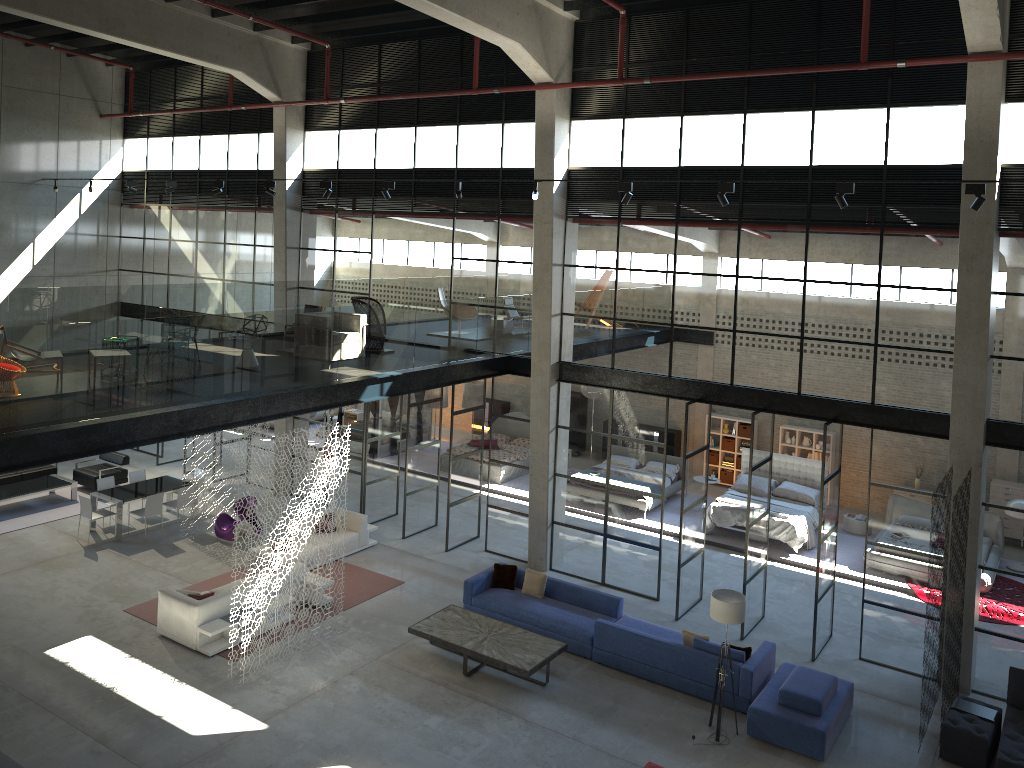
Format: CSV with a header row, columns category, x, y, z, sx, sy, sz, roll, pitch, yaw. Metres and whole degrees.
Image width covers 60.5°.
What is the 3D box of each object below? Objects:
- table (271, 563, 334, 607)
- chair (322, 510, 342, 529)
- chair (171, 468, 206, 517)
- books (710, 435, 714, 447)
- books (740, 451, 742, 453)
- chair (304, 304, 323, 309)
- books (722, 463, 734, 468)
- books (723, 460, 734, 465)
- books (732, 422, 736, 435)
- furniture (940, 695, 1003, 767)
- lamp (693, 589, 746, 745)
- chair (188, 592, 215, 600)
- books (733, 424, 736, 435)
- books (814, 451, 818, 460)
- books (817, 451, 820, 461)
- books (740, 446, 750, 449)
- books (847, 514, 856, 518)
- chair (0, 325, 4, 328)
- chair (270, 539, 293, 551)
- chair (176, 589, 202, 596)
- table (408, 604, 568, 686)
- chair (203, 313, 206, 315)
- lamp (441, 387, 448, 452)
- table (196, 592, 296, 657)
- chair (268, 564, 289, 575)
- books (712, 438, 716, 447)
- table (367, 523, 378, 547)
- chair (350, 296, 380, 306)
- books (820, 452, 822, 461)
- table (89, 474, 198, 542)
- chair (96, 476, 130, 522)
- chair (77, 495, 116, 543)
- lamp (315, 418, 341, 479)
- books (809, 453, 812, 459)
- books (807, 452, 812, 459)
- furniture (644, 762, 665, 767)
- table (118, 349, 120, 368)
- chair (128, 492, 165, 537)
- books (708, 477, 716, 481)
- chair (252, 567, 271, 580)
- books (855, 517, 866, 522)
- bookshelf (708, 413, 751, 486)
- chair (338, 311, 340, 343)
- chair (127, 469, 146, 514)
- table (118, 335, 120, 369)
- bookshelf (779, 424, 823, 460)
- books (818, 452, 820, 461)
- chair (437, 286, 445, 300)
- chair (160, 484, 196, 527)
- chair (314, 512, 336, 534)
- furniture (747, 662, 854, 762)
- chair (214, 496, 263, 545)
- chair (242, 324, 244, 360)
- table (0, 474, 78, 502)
category,x,y,z,sx,sy,sz,roll,pitch,yaw
table,-3.476,3.324,14.476,1.209,0.367,0.301,8,7,33
chair,-3.421,2.597,16.697,0.380,0.336,0.256,0,5,-23
chair,-6.756,2.267,18.369,0.422,0.866,0.547,4,4,33
books,5.100,1.455,22.344,0.048,0.285,0.185,4,4,33
books,5.839,1.673,21.879,0.258,0.071,0.215,8,11,33
chair,-3.785,-1.023,16.051,0.522,0.820,0.559,5,5,33
books,5.484,2.035,22.126,0.311,0.055,0.231,9,11,33
books,5.486,1.979,22.125,0.284,0.055,0.231,9,11,33
books,5.615,1.105,22.045,0.087,0.318,0.253,4,5,33
furniture,5.675,4.298,10.833,0.512,0.452,0.964,7,9,38
lamp,2.595,3.517,10.840,0.431,1.735,0.670,4,3,31
chair,-4.555,3.201,12.917,0.402,0.334,0.285,1,5,-11
books,5.643,1.110,22.027,0.087,0.318,0.253,4,5,33
books,7.269,1.767,20.916,0.069,0.333,0.253,4,4,33
books,7.308,1.772,20.890,0.059,0.332,0.253,4,4,33
books,5.842,1.594,21.877,0.258,0.046,0.214,9,11,33
books,7.292,2.835,18.853,0.135,0.021,0.194,9,11,33
chair,-6.468,-0.377,11.738,0.781,0.766,0.637,-1,6,-32
chair,-4.070,2.840,15.544,0.414,0.107,0.412,1,9,-10
chair,-4.769,3.173,13.086,0.391,0.270,0.321,4,6,8
table,-0.364,3.780,12.501,2.077,0.396,1.032,9,11,33
chair,-5.172,-0.697,13.803,0.647,0.815,0.585,1,5,-22
lamp,-2.043,0.874,24.120,0.801,1.915,0.687,2,2,-15
table,-3.912,3.556,13.005,0.302,0.366,1.578,6,9,33
chair,-3.783,3.044,13.992,0.270,0.320,0.398,6,7,35
books,5.143,1.500,22.332,0.075,0.203,0.159,4,5,33
table,-3.050,2.897,17.082,0.906,0.367,0.301,8,7,33
chair,-2.698,-1.127,16.452,0.687,0.982,0.835,3,5,3
books,7.368,1.778,20.850,0.056,0.340,0.253,4,4,33
table,-7.323,2.443,17.518,0.906,0.752,1.812,7,9,33
chair,-7.991,2.355,17.541,0.548,0.866,0.421,5,4,33
chair,-7.886,2.509,16.665,0.422,0.866,0.547,4,4,33
lamp,-3.150,1.028,15.104,0.442,1.095,0.440,5,3,42
books,7.127,1.787,20.956,0.061,0.264,0.187,4,4,33
books,7.093,1.777,20.973,0.089,0.274,0.187,4,4,33
furniture,1.643,4.438,9.204,0.860,0.374,0.860,8,10,33
table,-5.624,-0.243,12.265,0.471,0.393,0.639,-1,8,-31
chair,-7.038,2.504,16.909,0.548,0.866,0.421,5,4,33
books,4.493,2.131,19.818,0.229,0.042,0.304,4,10,7
chair,-3.979,3.075,13.760,0.270,0.316,0.396,4,7,20
books,7.470,2.862,18.675,0.230,0.046,0.302,10,12,39
bookshelf,5.490,1.718,22.103,1.247,1.749,0.330,5,3,33
chair,-3.032,-0.752,14.623,0.809,0.828,0.987,6,7,33
chair,-7.604,2.272,18.125,0.548,0.866,0.421,5,4,33
table,-5.813,-0.441,13.031,0.393,0.514,0.416,3,5,8
bookshelf,7.061,1.960,21.070,1.247,1.749,0.330,5,3,33
books,7.351,1.776,20.883,0.065,0.333,0.253,4,4,33
chair,-1.187,-1.672,19.909,0.975,1.023,0.799,0,5,-28
chair,-6.651,2.421,17.493,0.548,0.866,0.421,5,4,33
chair,-3.514,2.625,16.515,0.410,0.334,0.259,0,5,-23
furniture,3.726,4.056,11.258,0.955,0.551,1.546,7,10,33
chair,-5.293,2.618,17.037,0.660,0.744,0.800,6,7,33
chair,-4.254,-0.697,14.087,0.565,0.797,0.611,3,4,0
table,-10.212,2.351,18.353,0.906,0.405,1.813,8,11,33
